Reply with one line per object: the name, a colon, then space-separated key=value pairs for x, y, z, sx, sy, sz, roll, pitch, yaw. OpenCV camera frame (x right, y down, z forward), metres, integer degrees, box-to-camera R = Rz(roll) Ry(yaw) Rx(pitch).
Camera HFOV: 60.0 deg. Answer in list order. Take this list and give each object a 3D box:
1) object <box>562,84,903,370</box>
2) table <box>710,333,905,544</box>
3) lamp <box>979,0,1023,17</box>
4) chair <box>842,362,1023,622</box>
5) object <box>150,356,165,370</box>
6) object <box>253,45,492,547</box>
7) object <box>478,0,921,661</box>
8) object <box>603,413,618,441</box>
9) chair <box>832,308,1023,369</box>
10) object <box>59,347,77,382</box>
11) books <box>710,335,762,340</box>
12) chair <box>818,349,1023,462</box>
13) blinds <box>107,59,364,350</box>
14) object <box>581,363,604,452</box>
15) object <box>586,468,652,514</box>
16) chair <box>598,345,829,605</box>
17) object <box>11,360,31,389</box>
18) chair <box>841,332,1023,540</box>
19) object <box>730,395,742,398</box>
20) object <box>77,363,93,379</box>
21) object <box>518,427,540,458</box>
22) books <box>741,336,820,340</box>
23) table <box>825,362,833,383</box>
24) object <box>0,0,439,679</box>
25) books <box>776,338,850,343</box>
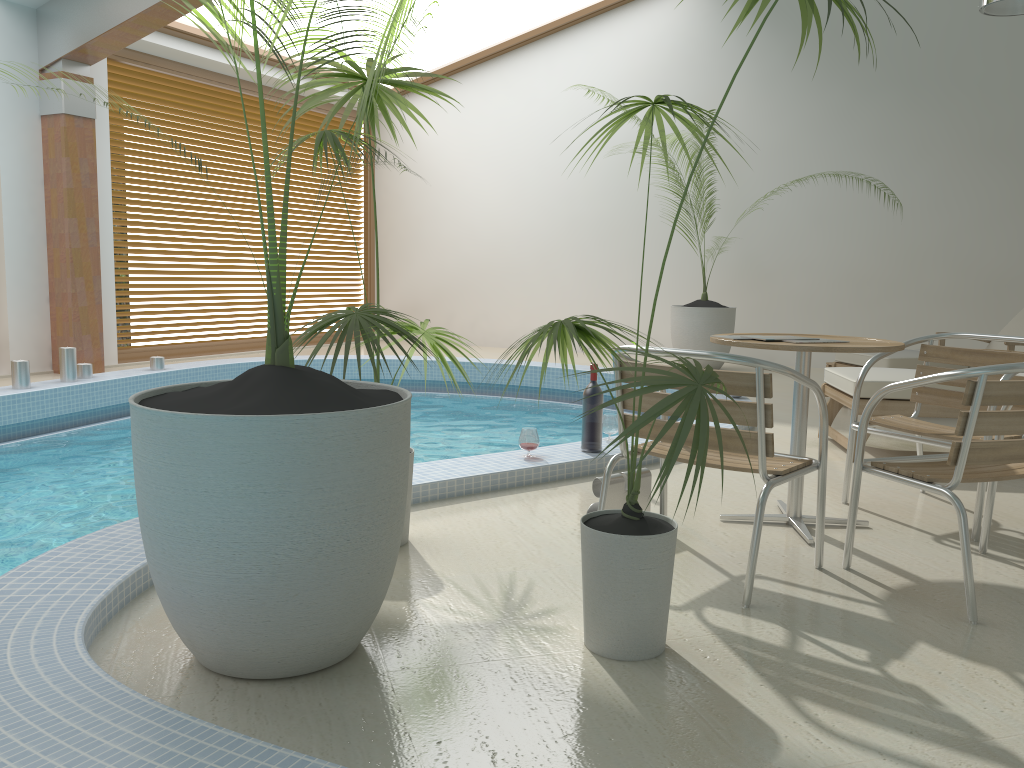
object: x=2.090 y=-1.609 z=8.864 sx=2.979 sy=2.960 sz=2.729 roll=0 pitch=7 yaw=-8
table: x=1.104 y=0.188 z=3.413 sx=0.700 sy=0.720 sz=0.700 roll=-5 pitch=10 yaw=-42
lamp: x=3.654 y=-3.681 z=6.246 sx=0.506 sy=1.958 sz=0.505 roll=5 pitch=8 yaw=28
chair: x=1.467 y=0.263 z=2.783 sx=0.618 sy=0.727 sz=0.563 roll=-1 pitch=8 yaw=-20
object: x=-3.000 y=-0.175 z=7.502 sx=0.115 sy=0.107 sz=0.115 roll=-1 pitch=7 yaw=-13
object: x=-0.511 y=-0.295 z=3.098 sx=0.791 sy=1.695 sz=1.059 roll=3 pitch=7 yaw=15
object: x=0.395 y=-0.163 z=2.181 sx=0.791 sy=1.695 sz=1.059 roll=-2 pitch=8 yaw=-26
object: x=0.519 y=0.229 z=4.697 sx=0.102 sy=0.137 sz=0.102 roll=6 pitch=9 yaw=36
chair: x=3.417 y=-0.228 z=6.500 sx=1.903 sy=0.866 sz=0.861 roll=0 pitch=7 yaw=-10
object: x=-3.314 y=-0.145 z=6.624 sx=0.115 sy=0.254 sz=0.115 roll=-2 pitch=8 yaw=-22
books: x=0.898 y=-0.177 z=3.382 sx=0.241 sy=0.004 sz=0.166 roll=-2 pitch=8 yaw=-21
chair: x=2.761 y=-0.034 z=4.848 sx=1.903 sy=0.866 sz=0.861 roll=2 pitch=7 yaw=6
blinds: x=-3.112 y=-1.883 z=10.300 sx=0.095 sy=2.921 sz=4.414 roll=5 pitch=8 yaw=28
object: x=0.398 y=0.115 z=4.374 sx=0.109 sy=0.435 sz=0.109 roll=-3 pitch=8 yaw=-27
object: x=0.400 y=0.438 z=3.307 sx=0.272 sy=0.223 sz=0.081 roll=-5 pitch=10 yaw=-42
chair: x=0.653 y=0.232 z=2.910 sx=0.618 sy=0.727 sz=0.563 roll=7 pitch=9 yaw=40
object: x=-3.443 y=-0.067 z=6.216 sx=0.115 sy=0.194 sz=0.115 roll=-2 pitch=8 yaw=-22
chair: x=1.767 y=0.167 z=3.599 sx=0.563 sy=0.727 sz=0.618 roll=-3 pitch=8 yaw=-30
object: x=1.631 y=0.066 z=6.448 sx=0.140 sy=0.069 sz=0.140 roll=1 pitch=7 yaw=-3
object: x=-3.313 y=-0.102 z=6.870 sx=0.115 sy=0.107 sz=0.115 roll=-1 pitch=7 yaw=-13
object: x=0.081 y=0.279 z=4.231 sx=0.102 sy=0.137 sz=0.102 roll=6 pitch=9 yaw=36
books: x=1.001 y=-0.173 z=3.327 sx=0.241 sy=0.004 sz=0.166 roll=-2 pitch=8 yaw=-21
table: x=2.802 y=-0.036 z=7.328 sx=0.283 sy=0.255 sz=0.320 roll=0 pitch=7 yaw=-10
object: x=-0.497 y=-0.830 z=2.240 sx=2.729 sy=2.960 sz=2.979 roll=-6 pitch=10 yaw=-44
books: x=1.094 y=-0.161 z=3.279 sx=0.241 sy=0.004 sz=0.166 roll=-2 pitch=8 yaw=-21
